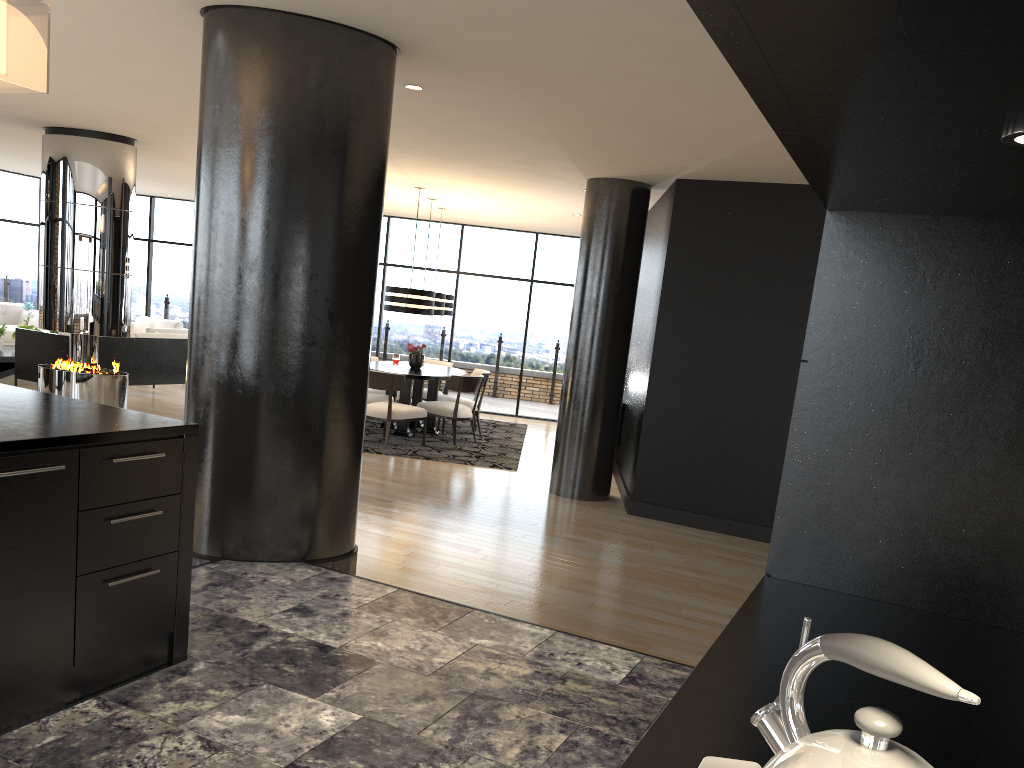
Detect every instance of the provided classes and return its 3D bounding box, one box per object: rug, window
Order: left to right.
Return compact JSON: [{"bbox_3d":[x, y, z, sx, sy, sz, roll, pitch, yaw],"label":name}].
[{"bbox_3d":[-4.657,-1.929,6.547,10.100,4.849,15.734,8,5,11],"label":"window"},{"bbox_3d":[-1.219,0.567,10.732,2.716,0.011,3.678,7,5,2],"label":"rug"}]

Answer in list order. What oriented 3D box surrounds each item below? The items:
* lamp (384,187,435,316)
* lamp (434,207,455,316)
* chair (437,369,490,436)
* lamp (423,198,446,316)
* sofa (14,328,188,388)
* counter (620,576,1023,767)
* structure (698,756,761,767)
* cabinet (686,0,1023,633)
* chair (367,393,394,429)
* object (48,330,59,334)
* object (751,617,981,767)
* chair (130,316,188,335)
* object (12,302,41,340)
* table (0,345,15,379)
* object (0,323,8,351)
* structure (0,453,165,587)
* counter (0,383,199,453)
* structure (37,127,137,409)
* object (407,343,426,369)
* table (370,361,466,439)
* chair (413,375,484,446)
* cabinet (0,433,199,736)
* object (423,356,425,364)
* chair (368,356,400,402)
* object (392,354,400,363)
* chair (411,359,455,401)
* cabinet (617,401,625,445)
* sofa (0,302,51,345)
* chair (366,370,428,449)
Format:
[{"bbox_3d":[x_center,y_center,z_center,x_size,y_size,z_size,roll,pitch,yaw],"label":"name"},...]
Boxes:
[{"bbox_3d":[-1.050,-1.431,9.478,0.535,1.348,0.528,7,9,1],"label":"lamp"},{"bbox_3d":[-0.954,-1.565,11.247,0.535,1.348,0.528,7,9,1],"label":"lamp"},{"bbox_3d":[-0.617,0.214,10.935,0.617,0.817,0.633,5,8,-12],"label":"chair"},{"bbox_3d":[-1.002,-1.498,10.362,0.535,1.348,0.528,7,9,1],"label":"lamp"},{"bbox_3d":[-4.882,-0.266,10.808,0.833,0.814,2.019,10,6,24],"label":"sofa"},{"bbox_3d":[0.299,0.543,0.594,0.726,0.034,2.843,9,5,25],"label":"counter"},{"bbox_3d":[0.285,0.517,0.598,0.517,0.067,0.895,9,5,24],"label":"structure"},{"bbox_3d":[0.328,0.087,0.523,0.724,2.557,5.692,11,7,25],"label":"cabinet"},{"bbox_3d":[-1.677,0.158,10.134,0.616,0.817,0.633,6,8,-5],"label":"chair"},{"bbox_3d":[-6.114,-0.629,11.864,0.284,0.375,0.212,7,9,3],"label":"object"},{"bbox_3d":[0.337,0.353,0.829,0.220,0.233,0.219,9,8,17],"label":"object"},{"bbox_3d":[-5.508,-0.561,13.196,0.995,0.868,0.849,10,8,24],"label":"chair"},{"bbox_3d":[-6.260,-0.748,11.455,0.365,0.640,0.355,15,12,43],"label":"object"},{"bbox_3d":[-6.352,-0.259,11.476,1.256,0.356,2.019,9,5,24],"label":"table"},{"bbox_3d":[-6.484,-0.610,11.109,0.285,0.375,0.211,5,9,-12],"label":"object"},{"bbox_3d":[-1.990,0.223,1.721,0.651,1.031,2.759,10,6,24],"label":"structure"},{"bbox_3d":[-2.247,0.110,1.826,1.172,0.032,3.096,9,5,25],"label":"counter"},{"bbox_3d":[-4.104,-0.975,8.505,0.890,2.781,0.579,8,10,12],"label":"structure"},{"bbox_3d":[-1.149,-0.339,10.519,0.228,0.302,0.234,7,8,4],"label":"object"},{"bbox_3d":[-1.193,0.193,10.604,1.208,0.779,2.081,7,5,4],"label":"table"},{"bbox_3d":[-0.696,0.269,10.150,0.611,0.817,0.639,11,9,30],"label":"chair"},{"bbox_3d":[-2.307,0.642,1.919,1.172,1.051,3.095,10,6,25],"label":"cabinet"},{"bbox_3d":[-1.170,-0.316,11.379,0.095,0.107,0.094,2,9,-32],"label":"object"},{"bbox_3d":[-1.666,0.089,10.986,0.614,0.817,0.636,8,8,12],"label":"chair"},{"bbox_3d":[-1.449,-0.321,11.046,0.095,0.107,0.094,8,8,13],"label":"object"},{"bbox_3d":[-1.156,0.093,11.647,0.639,0.817,0.611,10,9,23],"label":"chair"},{"bbox_3d":[0.880,0.463,10.241,0.610,0.776,2.211,7,5,3],"label":"cabinet"},{"bbox_3d":[-7.613,-0.708,12.036,0.849,0.866,2.678,10,6,25],"label":"sofa"},{"bbox_3d":[-1.320,0.257,9.424,0.637,0.817,0.613,11,9,30],"label":"chair"}]
